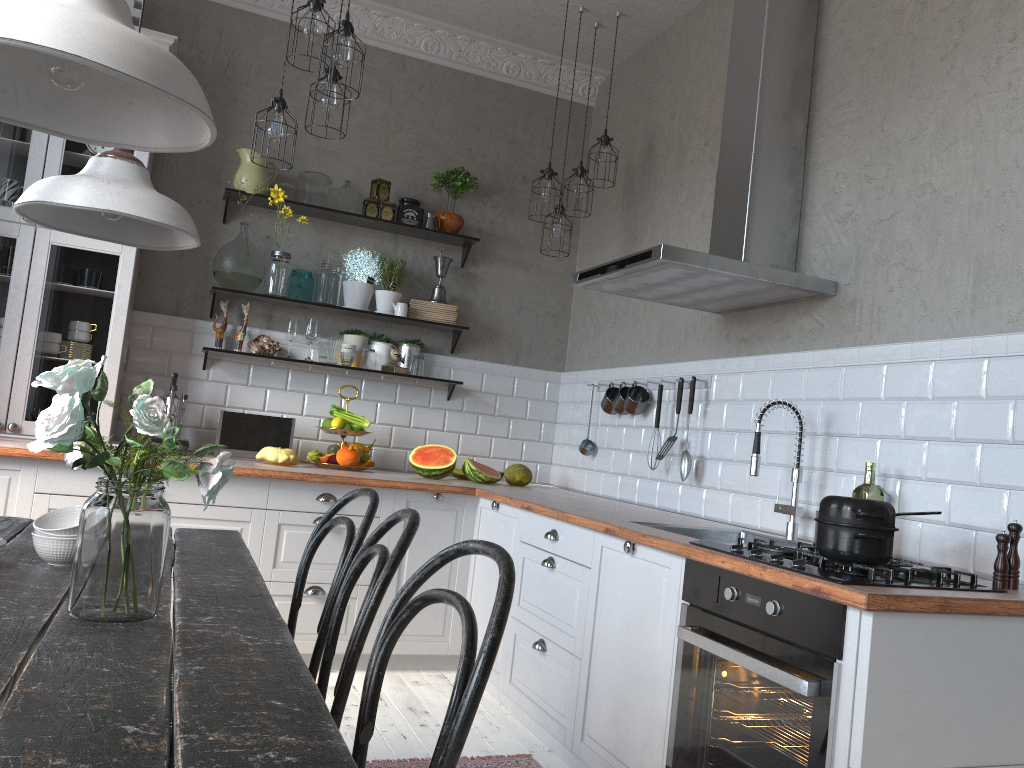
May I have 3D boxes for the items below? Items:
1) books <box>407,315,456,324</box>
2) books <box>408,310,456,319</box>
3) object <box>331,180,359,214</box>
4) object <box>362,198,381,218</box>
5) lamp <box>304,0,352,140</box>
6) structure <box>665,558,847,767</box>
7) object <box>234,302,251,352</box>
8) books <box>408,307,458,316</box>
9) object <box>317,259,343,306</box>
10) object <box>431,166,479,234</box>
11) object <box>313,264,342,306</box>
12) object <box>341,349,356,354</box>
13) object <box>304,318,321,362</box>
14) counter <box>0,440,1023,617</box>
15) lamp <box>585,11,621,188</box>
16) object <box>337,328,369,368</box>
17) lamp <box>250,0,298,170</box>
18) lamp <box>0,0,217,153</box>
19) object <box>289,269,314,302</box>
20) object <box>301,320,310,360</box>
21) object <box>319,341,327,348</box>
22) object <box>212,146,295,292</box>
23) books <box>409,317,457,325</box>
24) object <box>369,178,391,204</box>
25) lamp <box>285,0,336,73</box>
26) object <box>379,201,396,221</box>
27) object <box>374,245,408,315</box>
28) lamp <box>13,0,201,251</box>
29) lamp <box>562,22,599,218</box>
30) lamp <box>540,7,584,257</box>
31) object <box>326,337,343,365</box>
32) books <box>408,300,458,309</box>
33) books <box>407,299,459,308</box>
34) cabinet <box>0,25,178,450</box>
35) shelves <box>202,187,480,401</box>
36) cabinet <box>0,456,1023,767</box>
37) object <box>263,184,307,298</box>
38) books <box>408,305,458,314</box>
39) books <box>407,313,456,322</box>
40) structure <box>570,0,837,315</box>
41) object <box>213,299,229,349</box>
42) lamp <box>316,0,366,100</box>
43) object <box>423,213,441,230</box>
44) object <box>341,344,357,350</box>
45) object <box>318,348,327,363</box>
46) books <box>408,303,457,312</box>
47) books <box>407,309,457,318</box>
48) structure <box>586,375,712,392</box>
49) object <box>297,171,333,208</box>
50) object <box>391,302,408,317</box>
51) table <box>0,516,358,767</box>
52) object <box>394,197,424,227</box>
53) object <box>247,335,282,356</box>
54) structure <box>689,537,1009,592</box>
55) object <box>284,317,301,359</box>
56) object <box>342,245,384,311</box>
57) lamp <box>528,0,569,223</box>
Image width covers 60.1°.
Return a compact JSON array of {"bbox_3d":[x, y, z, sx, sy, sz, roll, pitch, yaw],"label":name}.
[{"bbox_3d":[-0.442,-0.344,4.825,0.264,0.011,0.156,7,-4,-16],"label":"books"},{"bbox_3d":[-0.439,-0.366,4.827,0.263,0.016,0.156,7,-4,-13],"label":"books"},{"bbox_3d":[-0.888,-0.978,4.729,0.137,0.220,0.142,4,-5,28],"label":"object"},{"bbox_3d":[-0.747,-0.913,4.679,0.084,0.113,0.081,8,-4,-21],"label":"object"},{"bbox_3d":[-0.606,-1.804,3.392,0.149,1.735,0.144,9,-5,-34],"label":"lamp"},{"bbox_3d":[0.804,0.809,2.216,0.627,0.623,0.612,8,-4,-21],"label":"structure"},{"bbox_3d":[-1.347,-0.282,4.438,0.052,0.264,0.062,5,-4,15],"label":"object"},{"bbox_3d":[-0.437,-0.387,4.828,0.264,0.011,0.155,8,-4,-19],"label":"books"},{"bbox_3d":[-0.973,-0.525,4.699,0.133,0.264,0.130,8,-4,-16],"label":"object"},{"bbox_3d":[-0.317,-0.998,4.858,0.260,0.397,0.241,6,-4,3],"label":"object"},{"bbox_3d":[-0.945,-0.503,4.550,0.125,0.206,0.125,6,-4,1],"label":"object"},{"bbox_3d":[-0.843,-0.150,4.549,0.077,0.051,0.077,6,-4,-3],"label":"object"},{"bbox_3d":[-1.016,-0.222,4.490,0.083,0.217,0.080,9,-5,-35],"label":"object"},{"bbox_3d":[-0.634,0.371,3.019,3.209,0.039,3.339,8,-4,-21],"label":"counter"},{"bbox_3d":[0.538,-1.861,4.495,0.143,1.735,0.150,3,-5,40],"label":"lamp"},{"bbox_3d":[-0.848,-0.192,4.682,0.160,0.217,0.152,10,-5,-42],"label":"object"},{"bbox_3d":[-0.788,-1.669,3.317,0.144,1.735,0.149,4,-5,35],"label":"lamp"},{"bbox_3d":[-0.487,-1.286,1.231,0.375,1.859,0.383,5,-4,16],"label":"lamp"},{"bbox_3d":[-1.094,-0.500,4.583,0.128,0.172,0.124,8,-4,-18],"label":"object"},{"bbox_3d":[-1.049,-0.220,4.571,0.083,0.217,0.080,9,-5,-35],"label":"object"},{"bbox_3d":[-0.975,-0.175,4.621,0.078,0.083,0.077,7,-4,-4],"label":"object"},{"bbox_3d":[-1.324,-0.794,4.389,0.331,0.675,0.341,3,-5,37],"label":"object"},{"bbox_3d":[-0.443,-0.333,4.824,0.264,0.011,0.155,8,-4,-19],"label":"books"},{"bbox_3d":[-0.698,-1.020,4.688,0.084,0.113,0.081,10,-5,-41],"label":"object"},{"bbox_3d":[-0.632,-2.000,3.220,0.149,1.735,0.144,9,-5,-34],"label":"lamp"},{"bbox_3d":[-0.664,-0.902,4.708,0.083,0.113,0.082,7,-4,-11],"label":"object"},{"bbox_3d":[-0.651,-0.548,4.713,0.166,0.380,0.187,4,-5,29],"label":"object"},{"bbox_3d":[-0.798,-1.265,2.055,0.383,1.859,0.375,7,-4,-14],"label":"lamp"},{"bbox_3d":[0.426,-1.736,4.627,0.145,1.735,0.148,5,-4,20],"label":"lamp"},{"bbox_3d":[0.308,-1.505,4.459,0.143,1.735,0.150,3,-5,40],"label":"lamp"},{"bbox_3d":[-0.920,-0.167,4.563,0.077,0.139,0.080,3,-5,41],"label":"object"},{"bbox_3d":[-0.433,-0.419,4.830,0.263,0.016,0.156,7,-4,-13],"label":"books"},{"bbox_3d":[-0.432,-0.430,4.831,0.264,0.011,0.156,7,-4,-16],"label":"books"},{"bbox_3d":[-2.111,-0.686,3.988,0.893,1.921,0.382,8,-4,-22],"label":"cabinet"},{"bbox_3d":[-0.877,-0.415,4.640,1.336,0.923,0.225,8,-4,-22],"label":"shelves"},{"bbox_3d":[-0.310,0.839,3.298,4.129,0.854,2.018,5,-4,24],"label":"cabinet"},{"bbox_3d":[-1.154,-0.705,4.410,0.195,0.540,0.275,9,-5,-29],"label":"object"},{"bbox_3d":[-0.436,-0.398,4.829,0.264,0.011,0.156,7,-4,-16],"label":"books"},{"bbox_3d":[-0.440,-0.355,4.826,0.263,0.016,0.156,7,-4,-9],"label":"books"},{"bbox_3d":[0.775,-1.138,3.371,0.723,1.596,0.701,8,-4,-21],"label":"structure"},{"bbox_3d":[-1.451,-0.295,4.412,0.060,0.264,0.054,3,-5,40],"label":"object"},{"bbox_3d":[-0.501,-1.863,3.102,0.144,1.735,0.149,4,-5,25],"label":"lamp"},{"bbox_3d":[-0.429,-0.865,4.753,0.095,0.096,0.073,8,-4,-21],"label":"object"},{"bbox_3d":[-0.840,-0.176,4.551,0.079,0.051,0.075,9,-5,-36],"label":"object"},{"bbox_3d":[-0.978,-0.142,4.619,0.078,0.083,0.077,7,-4,-4],"label":"object"},{"bbox_3d":[-0.434,-0.408,4.830,0.263,0.016,0.156,7,-4,-9],"label":"books"},{"bbox_3d":[-0.438,-0.376,4.827,0.264,0.011,0.156,7,-4,-16],"label":"books"},{"bbox_3d":[0.610,-0.001,4.194,0.096,0.053,1.069,8,-4,-20],"label":"structure"},{"bbox_3d":[-1.024,-0.986,4.573,0.170,0.184,0.174,5,-4,18],"label":"object"},{"bbox_3d":[-0.584,-0.389,4.669,0.105,0.071,0.063,6,-4,8],"label":"object"},{"bbox_3d":[-0.941,0.720,1.572,0.918,0.735,1.890,8,-4,-21],"label":"table"},{"bbox_3d":[-0.563,-0.916,4.804,0.144,0.174,0.140,8,-4,-21],"label":"object"},{"bbox_3d":[-1.250,-0.195,4.449,0.180,0.111,0.094,10,-5,-44],"label":"object"},{"bbox_3d":[0.818,0.444,2.236,0.503,0.031,0.596,8,-4,-21],"label":"structure"},{"bbox_3d":[-1.132,-0.231,4.542,0.083,0.217,0.080,9,-5,-35],"label":"object"},{"bbox_3d":[-0.794,-0.552,4.709,0.245,0.354,0.233,7,-4,-4],"label":"object"},{"bbox_3d":[0.249,-1.647,4.295,0.145,1.735,0.148,6,-4,10],"label":"lamp"}]
